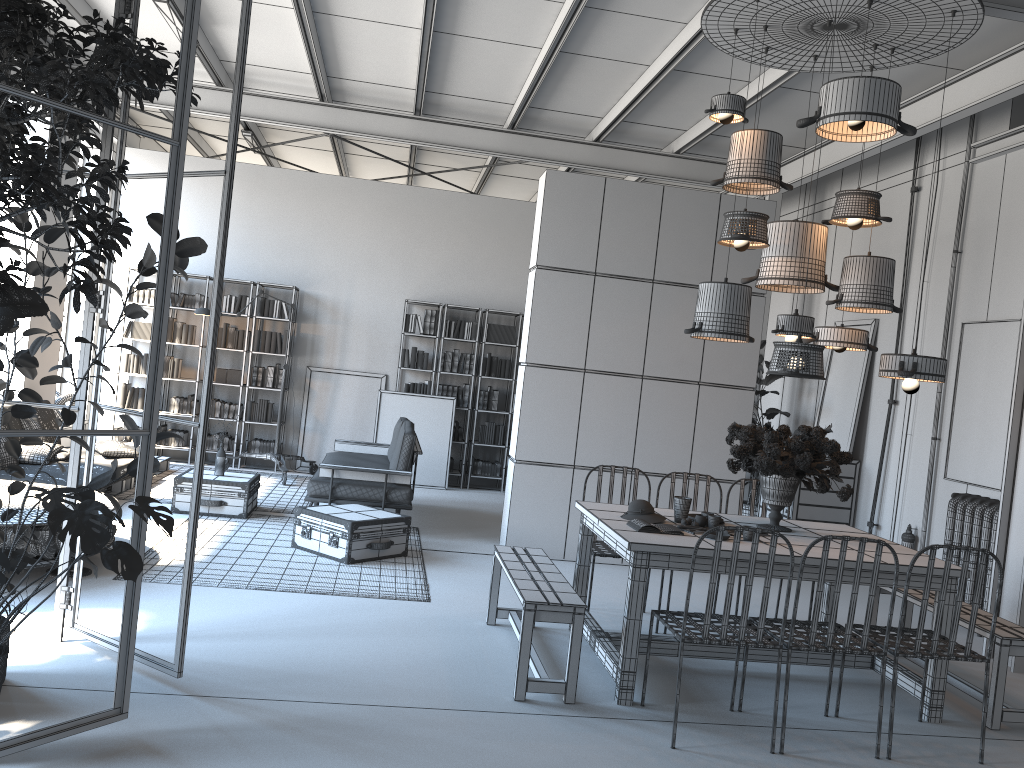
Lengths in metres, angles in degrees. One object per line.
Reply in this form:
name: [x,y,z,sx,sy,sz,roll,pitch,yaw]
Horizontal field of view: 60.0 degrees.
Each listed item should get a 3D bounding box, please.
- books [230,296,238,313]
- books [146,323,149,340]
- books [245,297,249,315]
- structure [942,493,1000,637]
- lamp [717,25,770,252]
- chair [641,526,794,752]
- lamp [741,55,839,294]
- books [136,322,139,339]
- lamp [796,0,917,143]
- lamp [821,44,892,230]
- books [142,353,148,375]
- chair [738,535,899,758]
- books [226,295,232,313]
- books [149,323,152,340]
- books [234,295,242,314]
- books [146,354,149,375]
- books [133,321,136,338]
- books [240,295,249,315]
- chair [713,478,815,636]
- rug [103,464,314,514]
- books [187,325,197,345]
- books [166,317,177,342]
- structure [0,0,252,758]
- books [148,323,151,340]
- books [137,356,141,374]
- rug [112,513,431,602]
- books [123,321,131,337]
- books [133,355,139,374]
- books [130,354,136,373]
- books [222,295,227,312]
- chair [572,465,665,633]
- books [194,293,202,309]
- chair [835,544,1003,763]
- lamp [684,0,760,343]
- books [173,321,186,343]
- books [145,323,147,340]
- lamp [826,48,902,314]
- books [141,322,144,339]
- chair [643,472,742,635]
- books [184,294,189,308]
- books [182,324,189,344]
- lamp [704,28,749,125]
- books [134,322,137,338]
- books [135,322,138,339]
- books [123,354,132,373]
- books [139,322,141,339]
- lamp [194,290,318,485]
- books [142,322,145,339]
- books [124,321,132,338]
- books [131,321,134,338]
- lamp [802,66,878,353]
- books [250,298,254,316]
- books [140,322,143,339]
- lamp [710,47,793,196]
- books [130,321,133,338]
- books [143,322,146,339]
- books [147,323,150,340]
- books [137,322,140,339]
books: [-3.396,-0.961,10.831,0.039,0.222,0.161,6,1,-8]
books: [-4.361,-0.629,10.646,0.014,0.207,0.157,6,1,-8]
books: [-3.227,-0.946,10.855,0.035,0.229,0.196,6,1,-8]
structure: [3.528,1.359,6.659,0.328,1.007,0.733,6,1,-8]
lamp: [1.401,-1.409,5.096,0.301,1.306,0.359,6,1,-15]
chair: [0.940,1.098,4.084,0.474,0.975,0.488,6,1,-8]
lamp: [1.788,-1.302,5.451,0.415,1.447,0.470,6,1,-37]
books: [-4.468,-0.641,10.631,0.014,0.207,0.157,6,1,-8]
lamp: [1.836,-1.660,4.640,0.505,0.687,0.403,6,1,-30]
lamp: [2.070,-1.445,5.194,0.359,1.094,0.301,6,1,10]
books: [-4.440,-0.237,10.786,0.047,0.270,0.182,6,1,-8]
chair: [1.429,1.150,4.153,0.474,0.975,0.488,6,1,-8]
books: [-3.457,-0.974,10.833,0.029,0.231,0.173,6,1,-8]
books: [-4.321,-0.625,10.651,0.014,0.207,0.157,6,1,-8]
books: [-3.335,-0.965,10.822,0.077,0.244,0.178,6,1,-9]
books: [-4.389,-0.230,10.786,0.056,0.270,0.195,6,1,-8]
books: [-4.508,-0.645,10.625,0.014,0.207,0.157,6,1,-8]
books: [-3.272,-0.960,10.850,0.057,0.242,0.178,6,1,-8]
chair: [1.696,1.150,5.907,0.474,0.975,0.488,6,1,-8]
rug: [-3.041,1.076,9.337,1.961,0.007,2.524,6,1,-8]
books: [-3.870,-0.590,10.711,0.057,0.244,0.180,6,1,-8]
books: [-4.095,-0.645,10.650,0.071,0.304,0.224,6,1,-8]
structure: [-2.642,-0.468,2.958,2.994,3.454,2.452,6,1,-8]
books: [-4.334,-0.626,10.649,0.014,0.207,0.157,6,1,-8]
books: [-4.515,-0.231,10.789,0.033,0.240,0.156,6,1,-8]
rug: [-1.663,1.268,6.831,1.961,0.007,2.524,6,1,-8]
books: [-4.593,-0.657,10.612,0.073,0.201,0.156,6,1,-10]
books: [-4.549,-0.234,10.775,0.040,0.240,0.174,6,1,-8]
books: [-4.589,-0.238,10.771,0.040,0.240,0.174,6,1,-8]
books: [-3.495,-0.967,10.817,0.043,0.213,0.154,6,1,-8]
chair: [0.705,1.045,5.767,0.474,0.975,0.488,6,1,-8]
books: [-3.791,-0.995,10.759,0.056,0.195,0.270,6,1,-8]
chair: [1.931,1.203,4.224,0.474,0.975,0.488,6,1,-8]
lamp: [1.210,-1.153,4.732,0.352,1.845,0.312,7,1,18]
books: [-4.007,-0.615,10.683,0.091,0.266,0.195,6,1,-8]
books: [-4.374,-0.631,10.644,0.014,0.207,0.157,6,1,-8]
lamp: [2.158,-1.205,5.218,0.364,1.553,0.322,7,1,38]
books: [-4.414,-0.635,10.638,0.014,0.207,0.157,6,1,-8]
chair: [1.207,1.098,5.838,0.474,0.975,0.488,6,1,-8]
books: [-3.922,-0.997,10.754,0.040,0.174,0.240,6,1,-8]
books: [-3.927,-0.596,10.692,0.057,0.244,0.180,6,1,-8]
lamp: [1.281,-1.797,5.182,0.202,0.564,0.253,7,1,30]
books: [-4.494,-0.643,10.627,0.014,0.207,0.157,6,1,-8]
books: [-4.481,-0.642,10.629,0.014,0.207,0.157,6,1,-8]
books: [-4.649,-0.245,10.761,0.045,0.241,0.174,6,1,4]
books: [-4.441,-0.638,10.634,0.014,0.207,0.157,6,1,-8]
lamp: [-2.962,-0.011,10.379,1.284,2.144,1.194,6,1,5]
books: [-4.401,-0.633,10.640,0.014,0.207,0.157,6,1,-8]
books: [-4.581,-0.651,10.615,0.073,0.201,0.156,6,1,-10]
books: [-4.521,-0.646,10.623,0.014,0.207,0.157,6,1,-8]
lamp: [2.143,-1.088,5.536,0.404,1.798,0.323,5,1,-40]
books: [-3.198,-0.944,10.859,0.023,0.232,0.187,6,1,-8]
books: [-4.428,-0.636,10.636,0.014,0.207,0.157,6,1,-8]
lamp: [1.507,-1.622,5.411,0.346,0.870,0.392,6,1,-37]
books: [-4.534,-0.648,10.621,0.014,0.207,0.157,6,1,-8]
books: [-4.388,-0.632,10.642,0.014,0.207,0.157,6,1,-8]
books: [-4.348,-0.628,10.648,0.014,0.207,0.157,6,1,-8]
books: [-4.454,-0.639,10.632,0.014,0.207,0.157,6,1,-8]
